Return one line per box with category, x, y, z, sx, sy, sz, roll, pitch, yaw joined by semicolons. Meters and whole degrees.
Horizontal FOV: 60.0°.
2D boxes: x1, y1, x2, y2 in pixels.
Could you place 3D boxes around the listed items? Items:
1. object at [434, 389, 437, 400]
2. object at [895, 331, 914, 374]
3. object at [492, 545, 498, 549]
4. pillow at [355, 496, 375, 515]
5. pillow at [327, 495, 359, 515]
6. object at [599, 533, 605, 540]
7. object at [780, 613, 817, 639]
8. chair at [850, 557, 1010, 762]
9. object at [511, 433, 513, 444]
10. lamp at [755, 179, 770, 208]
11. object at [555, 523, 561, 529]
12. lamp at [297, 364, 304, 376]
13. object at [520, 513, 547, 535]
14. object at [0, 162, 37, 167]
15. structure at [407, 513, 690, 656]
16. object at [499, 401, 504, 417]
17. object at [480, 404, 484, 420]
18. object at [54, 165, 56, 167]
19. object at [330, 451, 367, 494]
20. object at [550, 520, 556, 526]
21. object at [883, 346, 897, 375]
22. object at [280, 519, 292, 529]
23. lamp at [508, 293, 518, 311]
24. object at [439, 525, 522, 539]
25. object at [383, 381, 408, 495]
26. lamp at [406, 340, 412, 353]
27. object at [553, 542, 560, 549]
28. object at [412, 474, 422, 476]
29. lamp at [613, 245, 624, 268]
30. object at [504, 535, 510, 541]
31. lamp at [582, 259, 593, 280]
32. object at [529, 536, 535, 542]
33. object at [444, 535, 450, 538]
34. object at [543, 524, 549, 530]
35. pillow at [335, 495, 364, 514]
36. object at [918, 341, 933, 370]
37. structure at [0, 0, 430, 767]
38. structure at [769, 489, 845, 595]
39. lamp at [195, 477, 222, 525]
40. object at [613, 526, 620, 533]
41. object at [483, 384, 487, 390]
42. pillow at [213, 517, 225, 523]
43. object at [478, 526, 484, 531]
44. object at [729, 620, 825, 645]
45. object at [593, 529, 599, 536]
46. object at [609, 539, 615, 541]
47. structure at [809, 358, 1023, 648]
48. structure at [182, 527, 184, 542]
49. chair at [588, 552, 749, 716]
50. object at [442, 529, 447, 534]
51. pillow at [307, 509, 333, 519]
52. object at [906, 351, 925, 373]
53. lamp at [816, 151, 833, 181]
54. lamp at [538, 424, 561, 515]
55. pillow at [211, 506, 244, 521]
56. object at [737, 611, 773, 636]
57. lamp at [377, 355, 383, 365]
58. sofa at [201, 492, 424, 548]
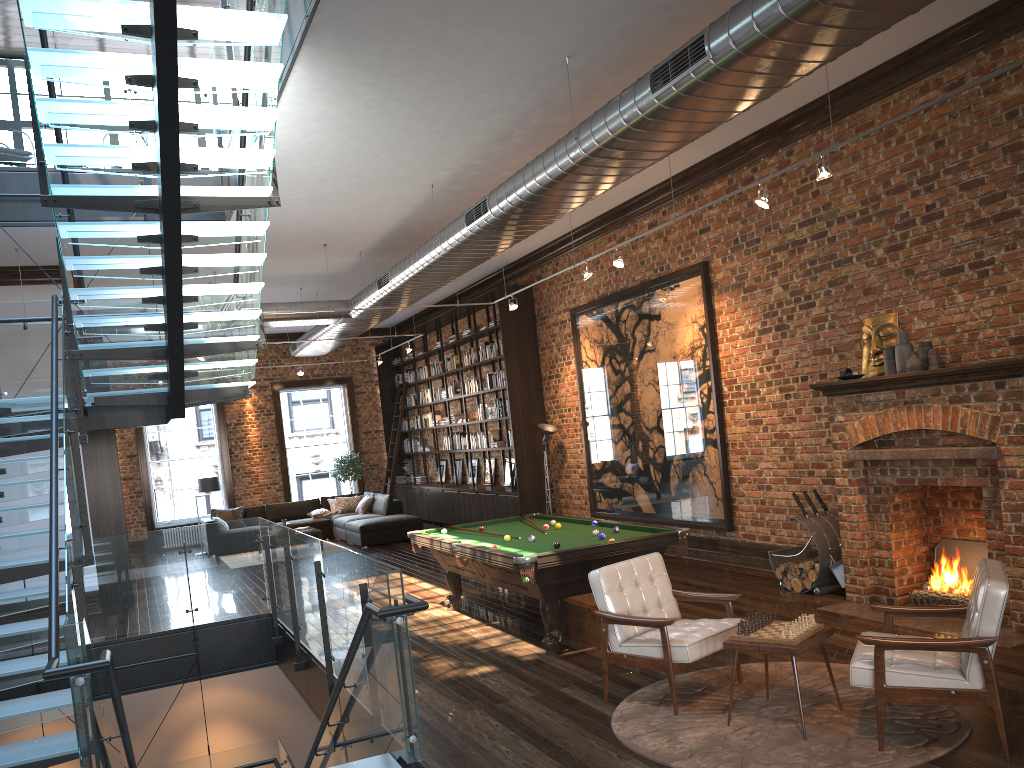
object;-1.554;0.226;17.976;0.075;0.255;0.088;-7;2;-34
object;3.211;-0.256;7.251;0.145;0.350;0.145;-6;1;13
object;-0.143;1.365;7.358;0.057;0.057;0.057;-6;0;23
pillow;-2.935;2.419;17.675;0.313;0.356;0.631;-6;-2;-24
pillow;-3.414;2.486;18.172;0.701;0.338;0.270;-5;0;-23
object;0.753;1.273;7.417;0.057;0.057;0.057;-6;0;-19
object;1.580;1.318;4.896;0.076;0.101;0.333;-6;-2;41
chair;2.159;1.377;4.576;0.744;0.867;0.765;-6;0;27
object;0.083;0.908;14.773;0.177;0.253;0.012;-6;2;-23
lamp;1.999;-1.520;7.100;0.114;0.230;0.113;-5;1;41
object;0.443;1.359;8.477;0.056;0.057;0.057;-6;0;-23
lamp;-4.358;-0.293;18.255;0.114;0.230;0.113;-5;1;36
object;0.206;1.398;8.930;0.028;0.072;1.608;-6;-3;-8
object;-5.672;-2.517;9.875;0.521;0.770;0.537;-6;1;36
structure;0.219;1.769;8.201;1.547;0.852;2.966;-5;-3;-24
object;-0.177;0.418;14.896;0.069;0.289;0.117;-7;2;-31
object;-0.532;0.496;15.707;0.069;0.289;0.117;-7;2;-31
object;-6.865;-2.744;13.797;0.814;1.868;0.797;-6;1;20
object;-3.630;2.419;19.875;0.810;1.868;0.801;-6;1;-15
object;0.410;1.379;8.815;0.057;0.057;0.057;-6;0;22
object;3.164;-0.194;7.389;0.118;0.250;0.117;-6;1;24
object;-4.064;2.552;15.866;0.216;0.251;0.214;-6;0;9
lamp;0.012;-1.081;11.695;0.113;0.230;0.114;-6;1;-9
object;-0.337;1.443;8.694;0.028;0.072;1.612;-7;-2;-32
object;-2.605;1.519;19.460;0.893;3.083;0.496;-7;2;-23
lamp;-1.856;-0.670;15.995;0.114;0.230;0.113;-5;1;42
object;0.360;1.301;7.145;0.057;0.057;0.057;-6;0;-19
object;-2.159;2.060;20.078;0.177;0.006;0.255;-5;-3;-22
lamp;1.099;-1.321;9.190;0.113;0.230;0.113;-6;1;6
object;-0.042;1.384;7.963;0.057;0.057;0.057;-6;0;13
lamp;0.833;-1.262;9.800;0.113;0.230;0.114;-7;1;-44
object;0.174;1.350;7.735;0.057;0.057;0.057;-6;0;37
object;-0.622;1.471;8.479;0.057;0.057;0.057;-6;0;-25
object;0.327;1.372;8.490;0.057;0.057;0.057;-6;0;31
pillow;-3.279;2.439;18.035;0.609;0.362;0.288;-5;0;-19
object;3.316;-0.221;7.098;0.120;0.243;0.120;-6;1;-4
structure;-3.013;0.660;6.180;3.563;14.523;7.058;-7;1;-24
structure;2.856;1.452;8.228;0.536;0.921;0.929;-6;0;-23
lamp;-5.873;2.542;17.043;0.688;1.469;0.418;-6;2;6
object;0.913;1.273;7.753;0.057;0.057;0.057;-6;0;-2
object;-0.475;0.060;15.756;0.095;0.137;0.236;-6;-1;-40
pillow;-5.538;2.675;16.870;0.243;0.306;0.575;-6;-2;-23
object;-0.311;1.461;8.938;0.057;0.057;0.057;-6;0;25
object;1.490;1.394;4.984;0.390;0.029;0.386;-9;-4;41
object;0.727;1.289;7.691;0.057;0.057;0.057;-6;0;16
object;0.790;1.248;7.002;0.057;0.057;0.057;-6;0;-6
structure;3.247;0.853;6.846;0.884;1.910;2.005;-7;0;-24
structure;-6.786;3.228;18.914;1.297;0.396;0.216;-5;0;-23
chair;1.010;1.551;5.631;0.764;0.867;0.744;-6;0;-43
object;-0.691;1.508;9.069;0.057;0.058;0.057;-6;0;-23
pillow;-3.847;2.608;17.756;0.408;0.204;0.612;-5;-3;-26
object;3.190;-0.175;7.020;0.136;0.169;0.135;-6;0;19
lamp;2.272;-1.589;6.467;0.118;0.213;0.116;-6;1;18
lamp;0.617;1.494;13.335;0.424;1.831;0.506;-7;2;-19
pillow;-5.541;2.621;17.291;0.698;0.440;0.305;-5;0;-23
object;1.387;1.346;5.068;0.076;0.101;0.333;-6;-2;41
lamp;-2.651;-0.494;17.837;0.114;0.230;0.113;-6;1;16
sofa;-3.845;2.637;16.619;3.489;0.805;3.461;-5;-3;-24
